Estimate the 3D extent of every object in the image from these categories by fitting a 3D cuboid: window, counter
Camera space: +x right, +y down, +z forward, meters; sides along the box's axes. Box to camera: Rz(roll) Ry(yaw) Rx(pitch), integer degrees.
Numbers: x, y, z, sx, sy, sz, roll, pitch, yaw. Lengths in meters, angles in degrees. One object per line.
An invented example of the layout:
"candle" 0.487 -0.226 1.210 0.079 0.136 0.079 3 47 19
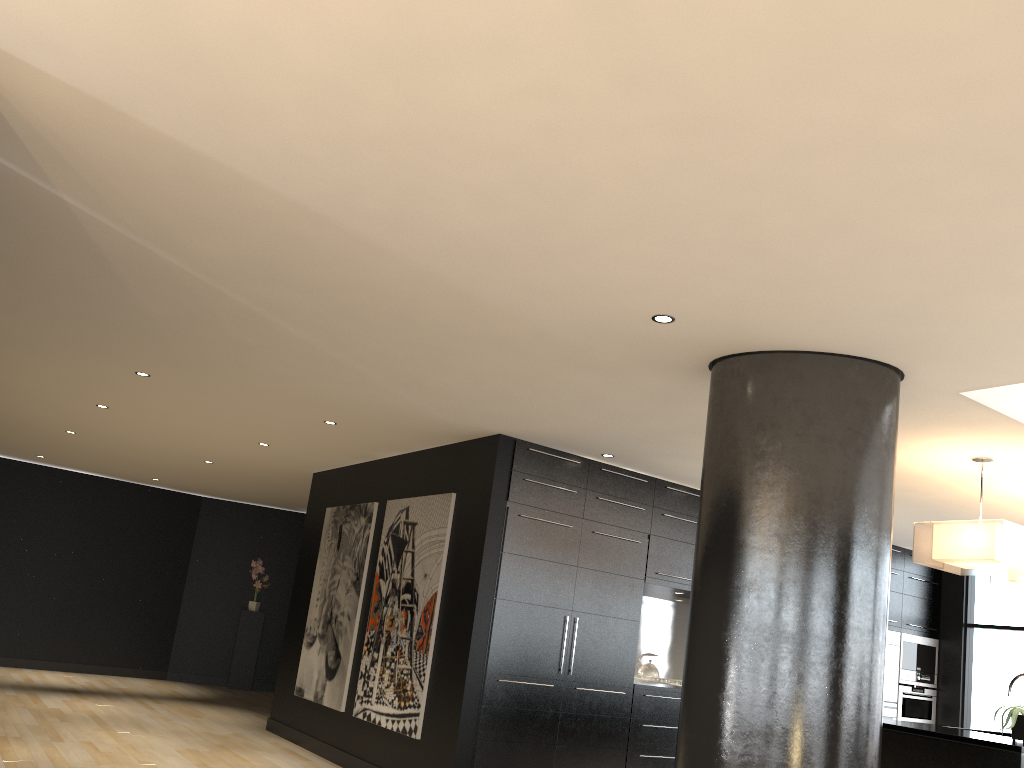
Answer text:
"window" 3.302 -0.607 0.391 10.166 4.691 16.164 -6 -21 42
"counter" 3.488 2.331 5.718 3.152 0.031 1.190 18 -19 -32
"counter" 1.952 2.858 8.139 2.895 0.033 0.737 18 -19 -32

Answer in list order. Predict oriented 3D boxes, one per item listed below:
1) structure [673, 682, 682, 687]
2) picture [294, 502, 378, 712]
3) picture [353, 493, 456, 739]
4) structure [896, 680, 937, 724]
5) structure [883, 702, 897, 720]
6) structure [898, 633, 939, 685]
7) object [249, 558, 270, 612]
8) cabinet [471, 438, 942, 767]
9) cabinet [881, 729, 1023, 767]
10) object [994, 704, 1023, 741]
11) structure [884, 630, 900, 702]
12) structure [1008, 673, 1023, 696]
"structure" 1.966 2.833 8.127 0.911 0.065 0.525 18 -19 -31
"picture" -1.664 2.076 8.391 0.078 1.837 1.165 15 -14 -31
"picture" -0.879 1.848 7.230 0.078 1.837 1.165 15 -14 -31
"structure" 4.220 3.336 9.200 0.686 0.436 0.071 17 -14 -32
"structure" 3.583 3.508 8.758 0.709 0.693 0.086 16 -14 -32
"structure" 4.281 2.893 9.286 0.684 0.465 0.027 17 -14 -32
"object" -3.815 3.021 13.271 0.339 0.772 0.232 9 -11 -4
"cabinet" 2.027 2.420 8.204 5.796 2.477 0.734 17 -15 -32
"cabinet" 3.418 2.842 5.619 3.152 1.017 1.190 18 -17 -32
"object" 2.939 1.931 5.071 0.407 0.234 0.405 10 -15 -7
"structure" 3.678 2.820 8.892 0.709 0.693 0.086 16 -14 -32
"structure" 3.314 2.448 5.948 2.810 0.999 0.661 18 -16 -32
